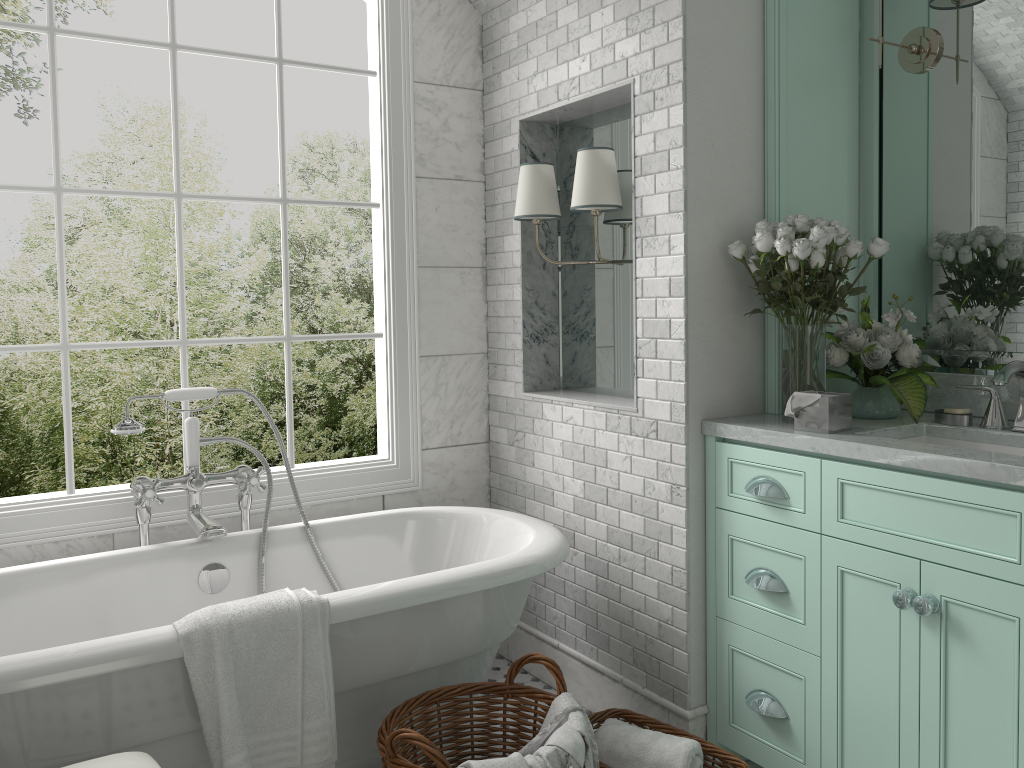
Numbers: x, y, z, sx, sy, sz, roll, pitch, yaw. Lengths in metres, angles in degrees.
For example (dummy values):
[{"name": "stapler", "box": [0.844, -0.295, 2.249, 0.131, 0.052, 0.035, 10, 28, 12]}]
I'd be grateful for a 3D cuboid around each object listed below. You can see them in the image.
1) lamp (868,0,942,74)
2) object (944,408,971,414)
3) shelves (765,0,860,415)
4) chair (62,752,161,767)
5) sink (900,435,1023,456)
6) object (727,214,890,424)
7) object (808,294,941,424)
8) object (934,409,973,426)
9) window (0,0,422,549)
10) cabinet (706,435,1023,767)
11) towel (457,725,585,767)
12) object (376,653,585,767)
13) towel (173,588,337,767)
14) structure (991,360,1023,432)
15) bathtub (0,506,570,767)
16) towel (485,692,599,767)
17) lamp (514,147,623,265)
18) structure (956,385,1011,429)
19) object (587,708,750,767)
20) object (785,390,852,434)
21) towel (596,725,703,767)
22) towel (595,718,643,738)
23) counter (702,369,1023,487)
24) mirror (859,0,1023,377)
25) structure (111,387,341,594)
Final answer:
[{"name": "lamp", "box": [1.218, -1.250, 2.840, 0.309, 0.487, 0.183, -3, 4, -34]}, {"name": "object", "box": [1.339, 0.082, 2.665, 0.051, 0.022, 0.077, -2, 5, -12]}, {"name": "shelves", "box": [1.787, -0.876, 1.875, 0.465, 2.119, 2.813, -3, 5, -32]}, {"name": "chair", "box": [-0.839, 1.085, 1.713, 0.371, 0.601, 0.367, -3, 4, -32]}, {"name": "sink", "box": [1.281, 0.219, 2.375, 0.347, 0.079, 0.603, -4, 6, -32]}, {"name": "object", "box": [0.906, -0.199, 2.755, 0.391, 0.652, 0.357, -2, 4, -21]}, {"name": "object", "box": [1.162, -0.087, 2.845, 0.394, 0.401, 0.453, -3, 5, -31]}, {"name": "object", "box": [1.337, 0.101, 2.685, 0.080, 0.035, 0.134, -2, 5, -14]}, {"name": "window", "box": [-1.192, -0.668, 3.156, 1.833, 2.319, 0.118, -3, 4, -32]}, {"name": "cabinet", "box": [1.701, 0.776, 1.891, 0.864, 1.095, 2.802, -3, 5, -32]}, {"name": "towel", "box": [-0.022, 1.043, 2.136, 0.400, 0.437, 0.484, -3, 5, -31]}, {"name": "object", "box": [-0.071, 1.043, 2.217, 0.518, 0.569, 0.520, -1, 4, -1]}, {"name": "towel", "box": [-0.660, 0.769, 2.256, 0.375, 0.462, 0.454, -3, 5, -30]}, {"name": "structure", "box": [1.407, 0.038, 2.436, 0.235, 0.204, 0.103, -5, 5, -43]}, {"name": "bathtub", "box": [-0.795, 0.919, 2.644, 2.167, 0.756, 0.943, -4, 5, -32]}, {"name": "towel", "box": [-0.013, 1.058, 2.213, 0.460, 0.468, 0.383, 0, 4, 7]}, {"name": "lamp", "box": [0.248, -0.637, 3.268, 0.309, 0.382, 0.548, -3, 5, -32]}, {"name": "structure", "box": [1.382, 0.065, 2.609, 0.157, 0.121, 0.083, 3, 5, 41]}, {"name": "object", "box": [0.391, 1.162, 2.517, 0.346, 0.260, 0.551, -5, 6, -42]}, {"name": "object", "box": [0.892, 0.078, 2.592, 0.147, 0.112, 0.136, -4, 5, -37]}, {"name": "towel", "box": [0.377, 1.051, 2.426, 0.321, 0.211, 0.149, 3, 5, 40]}, {"name": "towel", "box": [0.398, 1.085, 2.568, 0.313, 0.185, 0.165, 1, 5, 27]}, {"name": "counter", "box": [1.708, 0.142, 1.871, 0.825, 0.181, 2.812, -4, 6, -32]}, {"name": "mirror", "box": [1.612, -0.973, 2.512, 0.015, 1.929, 1.438, -3, 4, -32]}, {"name": "structure", "box": [-0.910, 0.655, 2.989, 0.779, 1.283, 0.341, -2, 3, -22]}]
